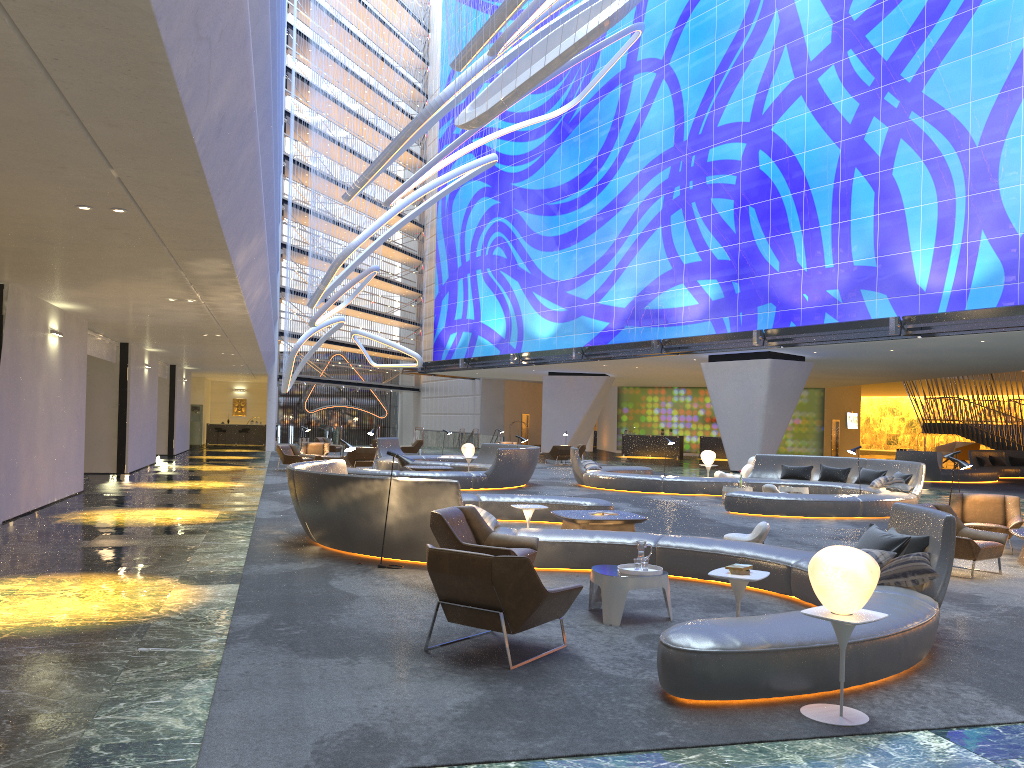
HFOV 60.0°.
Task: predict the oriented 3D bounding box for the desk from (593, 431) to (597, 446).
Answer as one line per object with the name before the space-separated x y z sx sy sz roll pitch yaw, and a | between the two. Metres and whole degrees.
desk | 5.254 3.718 60.685 2.976 1.097 0.814 1 -1 24

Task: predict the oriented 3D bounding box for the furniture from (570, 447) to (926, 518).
furniture | 5.061 2.129 20.963 5.187 0.969 9.930 2 -2 -23

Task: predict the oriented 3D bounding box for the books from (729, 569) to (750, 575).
books | 1.631 1.338 6.355 0.128 0.030 0.182 1 -2 7

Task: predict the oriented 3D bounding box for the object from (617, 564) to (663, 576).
object | 1.087 1.575 7.521 0.381 0.038 0.381 2 -2 -23

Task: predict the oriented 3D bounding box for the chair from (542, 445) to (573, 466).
chair | 1.753 2.682 33.331 0.930 0.766 0.939 2 -2 -31

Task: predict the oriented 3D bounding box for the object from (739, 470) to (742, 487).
object | 4.709 1.941 18.207 0.076 0.355 0.066 1 -1 43

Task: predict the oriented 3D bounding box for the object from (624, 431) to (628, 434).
object | 5.786 2.474 45.049 0.149 0.149 0.149 1 -1 20

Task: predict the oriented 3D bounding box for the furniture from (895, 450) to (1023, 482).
furniture | 16.375 2.807 30.663 9.926 0.969 5.189 1 -2 2

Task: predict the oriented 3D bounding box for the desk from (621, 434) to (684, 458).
desk | 7.095 3.118 44.774 2.976 1.097 0.814 1 -1 24

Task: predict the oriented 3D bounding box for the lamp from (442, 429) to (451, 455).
lamp | -2.215 2.166 29.703 0.384 1.300 0.202 1 0 3

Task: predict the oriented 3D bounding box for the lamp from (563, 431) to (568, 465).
lamp | 2.034 2.432 33.639 0.202 1.300 0.384 1 -1 2

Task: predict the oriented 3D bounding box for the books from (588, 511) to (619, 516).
books | 1.264 1.780 12.240 0.395 0.039 0.301 1 -2 -1

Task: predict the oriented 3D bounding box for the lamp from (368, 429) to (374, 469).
lamp | -4.155 1.976 26.213 0.202 1.300 0.384 1 -1 2

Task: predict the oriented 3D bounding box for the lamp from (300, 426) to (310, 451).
lamp | -6.713 2.009 28.608 0.384 1.300 0.202 1 0 3

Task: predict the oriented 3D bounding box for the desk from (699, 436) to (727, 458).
desk | 10.954 3.198 44.352 2.976 1.097 0.814 1 -1 22

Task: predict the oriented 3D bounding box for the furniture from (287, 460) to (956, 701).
furniture | 0.263 1.565 10.043 5.187 0.969 9.931 2 -2 -18

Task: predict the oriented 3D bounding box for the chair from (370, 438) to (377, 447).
chair | -5.466 2.675 37.627 0.929 0.766 0.939 1 -2 12

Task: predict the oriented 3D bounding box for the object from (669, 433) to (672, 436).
object | 7.920 2.496 44.217 0.150 0.145 0.150 1 -1 19

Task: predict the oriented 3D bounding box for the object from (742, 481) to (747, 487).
object | 4.802 2.067 18.325 0.071 0.118 0.151 2 -2 -4

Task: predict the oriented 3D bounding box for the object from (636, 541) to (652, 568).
object | 1.113 1.468 7.569 0.131 0.252 0.103 2 -1 -32

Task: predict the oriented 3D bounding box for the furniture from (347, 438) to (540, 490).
furniture | -1.786 2.124 25.047 5.185 0.969 9.934 1 -2 2

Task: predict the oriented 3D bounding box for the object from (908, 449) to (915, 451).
object | 14.296 2.507 31.715 0.318 0.387 0.367 2 -1 -7

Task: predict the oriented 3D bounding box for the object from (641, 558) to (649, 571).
object | 1.121 1.531 7.472 0.071 0.118 0.071 1 -1 43

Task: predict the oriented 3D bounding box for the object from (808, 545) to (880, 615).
object | 1.891 1.122 5.062 0.367 0.387 0.318 2 -1 -32

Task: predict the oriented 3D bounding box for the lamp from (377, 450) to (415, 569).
lamp | -1.272 1.381 9.775 0.384 1.300 0.202 2 0 -15

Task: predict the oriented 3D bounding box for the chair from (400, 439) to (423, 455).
chair | -4.160 2.663 36.513 0.939 0.766 0.930 2 -2 -13

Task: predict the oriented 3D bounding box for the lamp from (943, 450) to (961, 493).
lamp | 8.434 1.915 16.939 0.384 1.300 0.202 1 -1 29

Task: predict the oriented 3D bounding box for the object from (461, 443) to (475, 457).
object | -1.199 1.813 24.198 0.367 0.387 0.318 2 -1 -7

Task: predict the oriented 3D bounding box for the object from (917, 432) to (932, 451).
object | 20.994 3.190 45.052 0.476 1.664 1.206 1 -1 40

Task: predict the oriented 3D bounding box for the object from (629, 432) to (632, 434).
object | 6.017 2.496 44.964 0.107 0.108 0.111 1 -1 20

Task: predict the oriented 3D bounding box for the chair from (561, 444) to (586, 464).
chair | 2.396 2.763 34.923 0.939 0.766 0.930 2 -2 -6

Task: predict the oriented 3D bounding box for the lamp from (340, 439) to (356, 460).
lamp | -2.570 1.504 13.621 0.384 1.300 0.202 1 -1 35

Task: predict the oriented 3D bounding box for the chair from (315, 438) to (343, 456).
chair | -7.365 2.543 35.537 0.938 0.766 0.930 1 -2 10

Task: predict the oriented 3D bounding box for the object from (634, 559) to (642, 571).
object | 1.054 1.527 7.428 0.071 0.118 0.071 2 -1 -32

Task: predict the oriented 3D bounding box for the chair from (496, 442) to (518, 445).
chair | -0.187 2.744 36.063 0.929 0.766 0.939 2 -2 -9

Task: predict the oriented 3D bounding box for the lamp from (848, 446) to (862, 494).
lamp | 7.408 1.978 19.123 0.384 1.300 0.202 2 0 -21

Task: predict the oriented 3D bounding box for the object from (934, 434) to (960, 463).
object | 22.051 3.212 44.937 1.205 1.664 0.476 2 -1 -5

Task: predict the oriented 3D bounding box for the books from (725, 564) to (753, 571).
books | 1.628 1.312 6.353 0.133 0.022 0.189 0 -3 36

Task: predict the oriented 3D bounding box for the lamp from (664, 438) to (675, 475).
lamp | 4.131 2.073 23.486 0.202 1.300 0.384 2 -1 -39

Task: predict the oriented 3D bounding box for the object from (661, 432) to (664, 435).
object | 7.531 2.491 44.338 0.150 0.145 0.150 1 -1 19

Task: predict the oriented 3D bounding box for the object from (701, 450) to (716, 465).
object | 5.158 1.936 23.304 0.367 0.387 0.318 2 -1 -32

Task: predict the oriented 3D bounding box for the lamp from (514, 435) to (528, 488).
lamp | 0.194 1.906 21.812 0.384 1.300 0.202 1 0 3

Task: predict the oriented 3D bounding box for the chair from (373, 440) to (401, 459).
chair | -4.964 2.570 34.720 0.929 0.766 0.939 0 -2 37

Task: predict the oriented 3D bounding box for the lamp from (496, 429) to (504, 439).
lamp | -0.524 2.465 36.033 0.384 1.300 0.202 1 0 3

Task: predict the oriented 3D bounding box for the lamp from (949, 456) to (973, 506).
lamp | 6.379 1.691 12.698 0.384 1.300 0.202 1 -1 38

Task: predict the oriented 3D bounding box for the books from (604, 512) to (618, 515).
books | 1.364 1.788 12.225 0.133 0.012 0.189 3 -3 -25
